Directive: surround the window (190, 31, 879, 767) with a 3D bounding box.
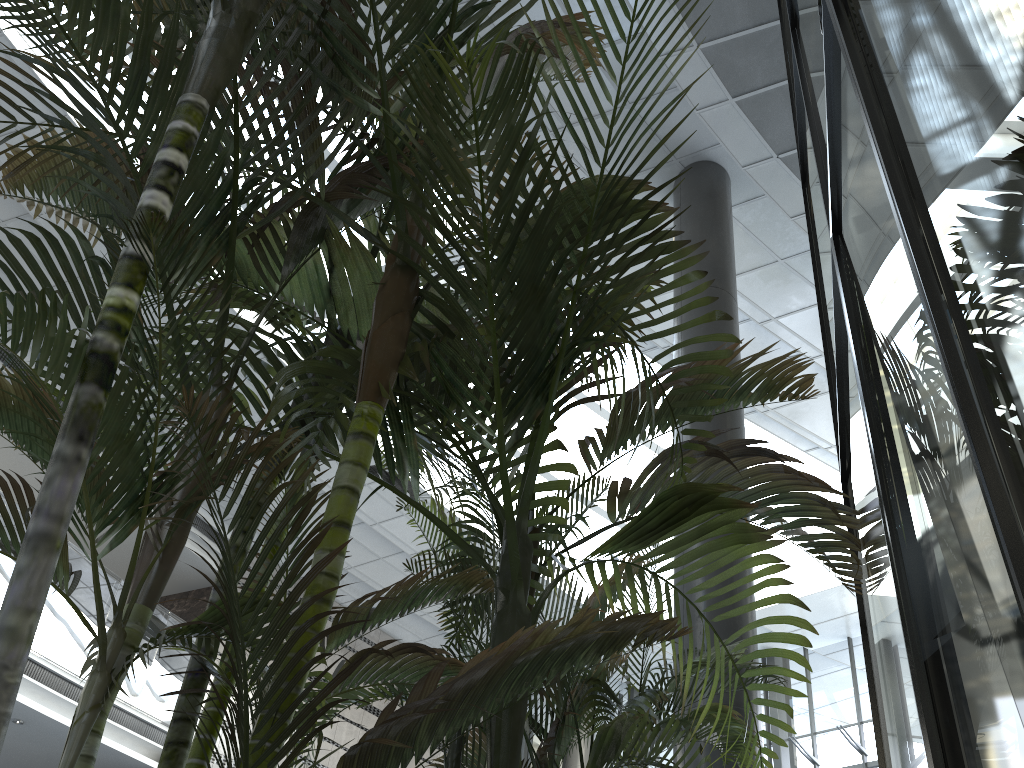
[{"bbox_3d":[-1.407,2.606,7.829,19.918,8.811,14.527,30,-46,-25],"label":"window"}]

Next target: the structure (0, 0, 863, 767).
[{"bbox_3d":[-0.534,0.333,1.679,2.433,4.049,2.895,-9,-41,20],"label":"structure"}]

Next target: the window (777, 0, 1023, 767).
[{"bbox_3d":[4.706,0.808,3.889,4.348,7.015,16.990,-22,-48,32],"label":"window"}]

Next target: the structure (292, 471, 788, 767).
[{"bbox_3d":[0.129,1.981,2.852,1.651,3.242,2.331,-11,-41,22],"label":"structure"}]
